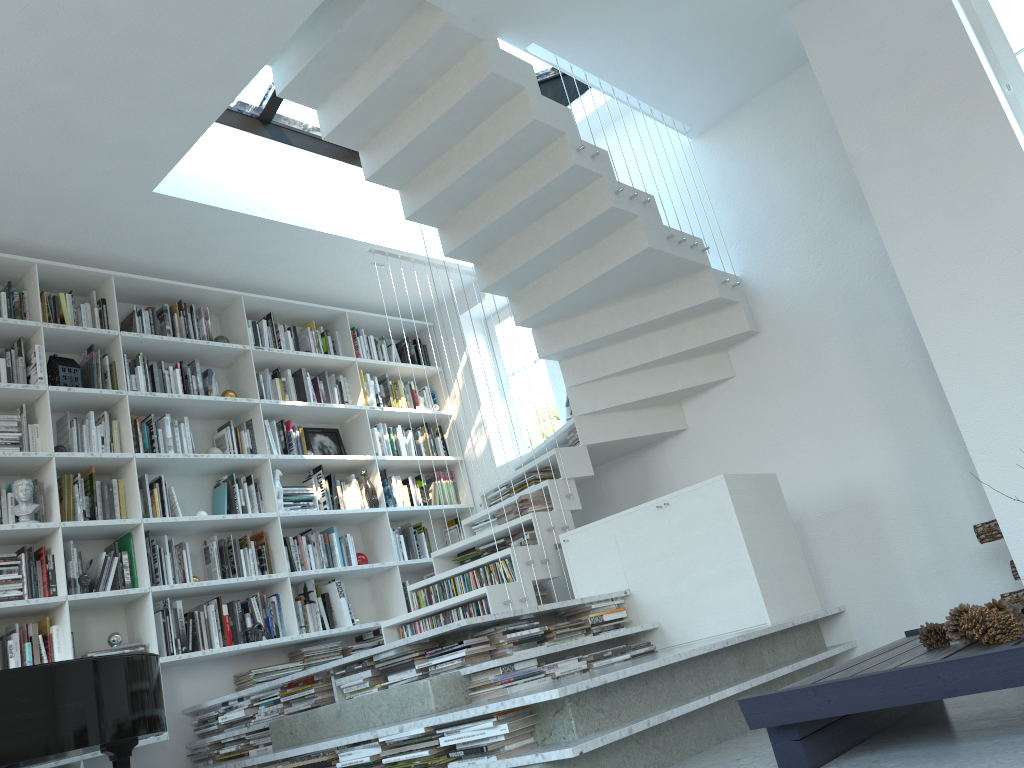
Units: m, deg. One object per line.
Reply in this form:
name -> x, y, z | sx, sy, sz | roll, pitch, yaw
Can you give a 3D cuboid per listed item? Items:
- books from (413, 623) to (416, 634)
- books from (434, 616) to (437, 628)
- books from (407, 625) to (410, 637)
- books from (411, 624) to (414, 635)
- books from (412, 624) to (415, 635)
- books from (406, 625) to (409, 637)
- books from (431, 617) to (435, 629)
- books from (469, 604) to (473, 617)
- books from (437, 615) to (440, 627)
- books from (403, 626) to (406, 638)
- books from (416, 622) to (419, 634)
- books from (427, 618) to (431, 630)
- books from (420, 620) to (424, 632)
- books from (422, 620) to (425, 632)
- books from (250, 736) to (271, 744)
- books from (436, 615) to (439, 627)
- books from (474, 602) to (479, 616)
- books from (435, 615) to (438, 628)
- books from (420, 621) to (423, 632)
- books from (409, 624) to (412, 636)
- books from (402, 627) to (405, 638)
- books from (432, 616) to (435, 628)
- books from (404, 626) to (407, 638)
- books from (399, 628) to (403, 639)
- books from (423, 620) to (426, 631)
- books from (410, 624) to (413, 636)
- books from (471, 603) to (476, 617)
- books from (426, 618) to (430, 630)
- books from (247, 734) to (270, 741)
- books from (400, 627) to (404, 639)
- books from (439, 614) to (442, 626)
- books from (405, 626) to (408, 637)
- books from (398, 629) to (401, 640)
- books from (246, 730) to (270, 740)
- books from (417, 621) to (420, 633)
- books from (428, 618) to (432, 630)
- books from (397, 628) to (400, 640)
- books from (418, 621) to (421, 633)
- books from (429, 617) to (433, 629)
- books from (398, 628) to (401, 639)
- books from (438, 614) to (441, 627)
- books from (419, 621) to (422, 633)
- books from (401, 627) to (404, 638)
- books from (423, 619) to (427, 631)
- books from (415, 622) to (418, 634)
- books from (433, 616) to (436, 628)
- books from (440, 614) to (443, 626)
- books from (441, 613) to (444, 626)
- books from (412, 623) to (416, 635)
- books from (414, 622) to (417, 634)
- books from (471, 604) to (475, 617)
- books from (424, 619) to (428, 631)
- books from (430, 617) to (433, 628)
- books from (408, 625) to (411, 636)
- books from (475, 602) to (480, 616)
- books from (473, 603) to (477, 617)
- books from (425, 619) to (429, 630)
books -> -0.468, 1.335, 4.758 | 0.008, 0.125, 0.125 | -28, -22, 37
books -> -0.349, 1.272, 4.655 | 0.008, 0.125, 0.125 | -28, -22, 37
books -> -0.506, 1.356, 4.791 | 0.009, 0.125, 0.125 | -28, -22, 37
books -> -0.485, 1.345, 4.773 | 0.008, 0.125, 0.125 | -28, -22, 37
books -> -0.479, 1.342, 4.768 | 0.008, 0.125, 0.125 | -28, -22, 37
books -> -0.512, 1.359, 4.796 | 0.007, 0.125, 0.125 | -28, -22, 37
books -> -0.365, 1.280, 4.669 | 0.009, 0.125, 0.125 | -28, -22, 37
books -> -0.158, 1.169, 4.490 | 0.008, 0.125, 0.125 | -28, -22, 37
books -> -0.333, 1.263, 4.641 | 0.008, 0.125, 0.125 | -28, -22, 37
books -> -0.529, 1.368, 4.811 | 0.008, 0.125, 0.125 | -28, -22, 37
books -> -0.452, 1.327, 4.744 | 0.007, 0.125, 0.125 | -28, -22, 37
books -> -0.387, 1.292, 4.688 | 0.009, 0.125, 0.125 | -28, -22, 37
books -> -0.425, 1.313, 4.721 | 0.009, 0.125, 0.125 | -28, -22, 37
books -> -0.419, 1.309, 4.716 | 0.007, 0.125, 0.125 | -28, -22, 37
books -> -1.144, 1.724, 4.353 | 0.264, 0.017, 0.156 | -26, -21, 34
books -> -0.338, 1.266, 4.646 | 0.007, 0.125, 0.125 | -28, -22, 37
books -> -0.131, 1.155, 4.467 | 0.012, 0.125, 0.125 | -28, -22, 37
books -> -0.344, 1.269, 4.650 | 0.009, 0.125, 0.125 | -28, -22, 37
books -> -0.431, 1.316, 4.726 | 0.008, 0.125, 0.125 | -28, -22, 37
books -> -0.495, 1.350, 4.781 | 0.007, 0.125, 0.125 | -28, -22, 37
books -> -0.534, 1.371, 4.815 | 0.007, 0.125, 0.125 | -28, -22, 37
books -> -0.359, 1.277, 4.664 | 0.008, 0.125, 0.125 | -28, -22, 37
books -> -0.524, 1.366, 4.807 | 0.008, 0.125, 0.125 | -28, -22, 37
books -> -0.552, 1.381, 4.831 | 0.010, 0.125, 0.125 | -28, -22, 37
books -> -0.414, 1.307, 4.712 | 0.007, 0.125, 0.125 | -28, -22, 37
books -> -0.490, 1.347, 4.777 | 0.008, 0.125, 0.125 | -28, -22, 37
books -> -0.144, 1.162, 4.478 | 0.010, 0.125, 0.125 | -28, -22, 37
books -> -0.393, 1.295, 4.693 | 0.007, 0.125, 0.125 | -28, -22, 37
books -> -1.150, 1.712, 4.354 | 0.277, 0.009, 0.178 | -29, -22, 38
books -> -0.545, 1.377, 4.825 | 0.009, 0.125, 0.125 | -28, -22, 37
books -> -0.322, 1.257, 4.632 | 0.007, 0.125, 0.125 | -28, -22, 37
books -> -0.518, 1.363, 4.801 | 0.010, 0.125, 0.125 | -28, -22, 37
books -> -0.563, 1.387, 4.841 | 0.008, 0.125, 0.125 | -28, -22, 37
books -> -1.157, 1.700, 4.354 | 0.250, 0.017, 0.181 | -27, -21, 34
books -> -0.447, 1.324, 4.740 | 0.008, 0.125, 0.125 | -28, -22, 37
books -> -0.381, 1.289, 4.683 | 0.008, 0.125, 0.125 | -28, -22, 37
books -> -0.569, 1.390, 4.845 | 0.007, 0.125, 0.125 | -28, -22, 37
books -> -0.442, 1.322, 4.735 | 0.008, 0.125, 0.125 | -28, -22, 37
books -> -0.376, 1.286, 4.678 | 0.009, 0.125, 0.125 | -28, -22, 37
books -> -0.558, 1.384, 4.836 | 0.008, 0.125, 0.125 | -28, -22, 37
books -> -0.328, 1.260, 4.637 | 0.007, 0.125, 0.125 | -28, -22, 37
books -> -0.437, 1.319, 4.731 | 0.007, 0.125, 0.125 | -28, -22, 37
books -> -0.540, 1.374, 4.820 | 0.007, 0.125, 0.125 | -28, -22, 37
books -> -0.409, 1.304, 4.707 | 0.008, 0.125, 0.125 | -28, -22, 37
books -> -0.457, 1.330, 4.749 | 0.007, 0.125, 0.125 | -28, -22, 37
books -> -0.354, 1.274, 4.659 | 0.007, 0.125, 0.125 | -28, -22, 37
books -> -0.317, 1.254, 4.627 | 0.007, 0.125, 0.125 | -28, -22, 37
books -> -0.311, 1.252, 4.622 | 0.010, 0.125, 0.125 | -28, -22, 37
books -> -0.474, 1.339, 4.763 | 0.008, 0.125, 0.125 | -28, -22, 37
books -> -0.463, 1.333, 4.753 | 0.007, 0.125, 0.125 | -28, -22, 37
books -> -0.152, 1.166, 4.484 | 0.010, 0.125, 0.125 | -28, -22, 37
books -> -0.403, 1.301, 4.702 | 0.009, 0.125, 0.125 | -28, -22, 37
books -> -0.370, 1.283, 4.673 | 0.008, 0.125, 0.125 | -28, -22, 37
books -> -0.501, 1.353, 4.787 | 0.009, 0.125, 0.125 | -28, -22, 37
books -> -0.123, 1.151, 4.460 | 0.010, 0.125, 0.125 | -28, -22, 37
books -> -0.139, 1.159, 4.473 | 0.008, 0.125, 0.125 | -28, -22, 37
books -> -0.398, 1.298, 4.698 | 0.008, 0.125, 0.125 | -28, -22, 37
